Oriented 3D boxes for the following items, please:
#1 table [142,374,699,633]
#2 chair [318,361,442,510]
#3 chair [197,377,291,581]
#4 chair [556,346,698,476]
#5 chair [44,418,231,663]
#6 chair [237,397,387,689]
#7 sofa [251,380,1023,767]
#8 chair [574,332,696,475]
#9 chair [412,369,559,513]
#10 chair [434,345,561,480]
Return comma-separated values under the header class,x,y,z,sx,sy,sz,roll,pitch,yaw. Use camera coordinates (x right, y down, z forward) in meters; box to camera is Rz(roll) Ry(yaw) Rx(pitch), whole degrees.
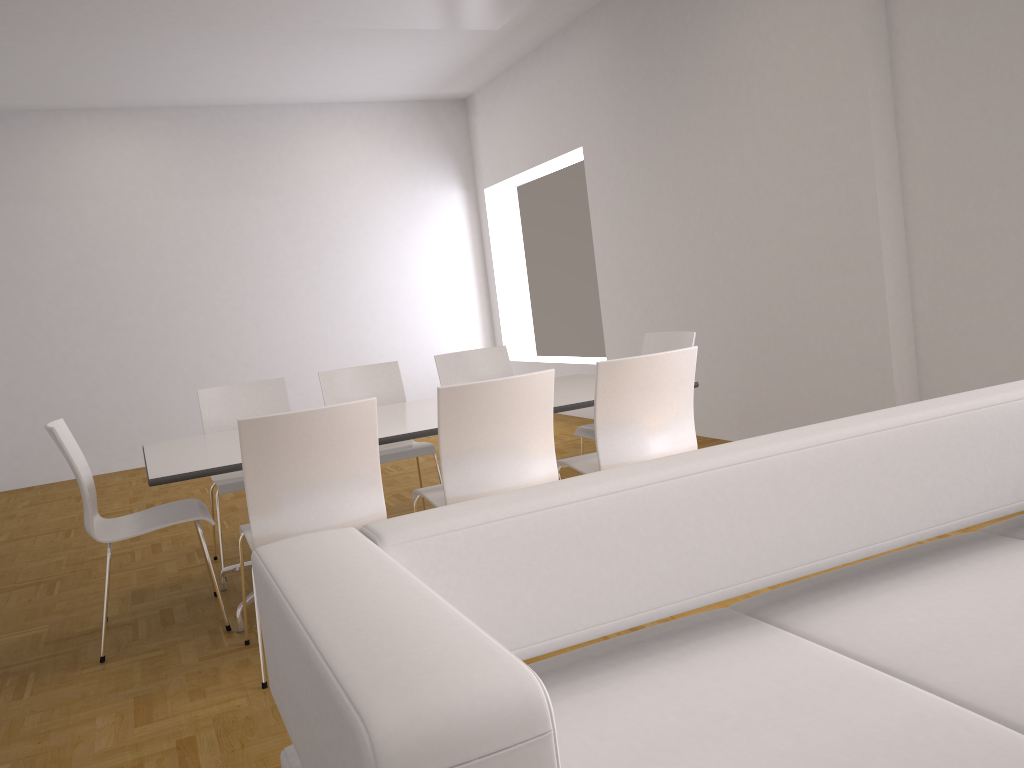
class,x,y,z,sx,sy,sz,roll,pitch,yaw
table,-0.420,0.499,4.259,2.413,0.721,1.211,-9,6,-23
chair,-0.740,0.368,4.966,0.561,0.930,0.575,-9,5,-23
chair,-1.341,0.466,4.706,0.561,0.930,0.575,-9,5,-23
chair,0.507,0.328,3.808,0.561,0.930,0.575,-9,5,-23
chair,-1.576,0.581,3.738,0.576,0.930,0.561,-9,5,-23
chair,-0.731,0.531,3.274,0.561,0.930,0.575,-9,5,-23
sofa,0.957,0.507,1.675,2.626,0.847,0.823,-9,5,-23
chair,0.685,0.218,4.716,0.576,0.930,0.561,-9,5,-23
chair,-0.094,0.426,3.549,0.561,0.930,0.575,-9,5,-23
chair,-0.103,0.264,5.241,0.561,0.930,0.575,-9,5,-23
